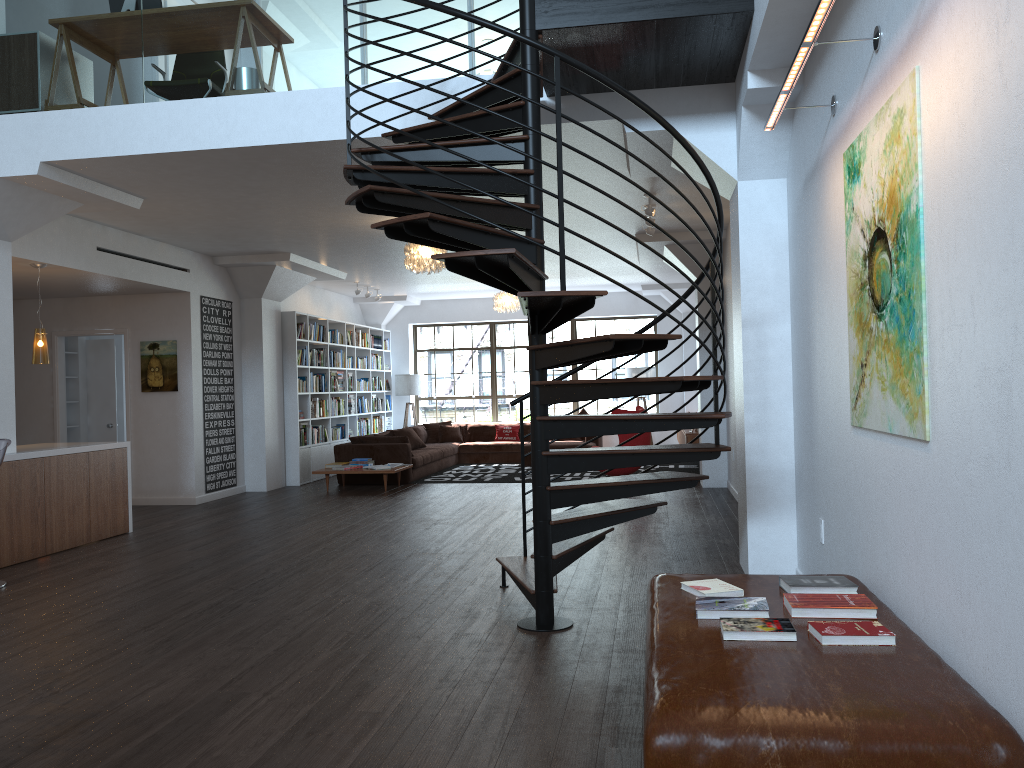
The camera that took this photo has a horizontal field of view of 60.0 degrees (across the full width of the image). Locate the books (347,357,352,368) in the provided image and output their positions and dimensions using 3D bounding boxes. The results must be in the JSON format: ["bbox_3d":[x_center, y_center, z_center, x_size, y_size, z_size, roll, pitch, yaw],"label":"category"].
[{"bbox_3d":[-2.708,-0.347,14.612,0.139,0.191,0.036,-2,0,9],"label":"books"}]

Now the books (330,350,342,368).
[{"bbox_3d":[-2.797,-0.398,14.107,0.176,0.290,0.053,-2,0,9],"label":"books"}]

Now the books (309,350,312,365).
[{"bbox_3d":[-3.001,-0.370,12.846,0.174,0.236,0.142,-2,0,10],"label":"books"}]

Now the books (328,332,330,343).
[{"bbox_3d":[-2.872,-0.710,13.627,0.126,0.173,0.032,-2,0,9],"label":"books"}]

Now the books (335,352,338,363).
[{"bbox_3d":[-2.822,-0.378,13.939,0.159,0.250,0.026,-2,0,9],"label":"books"}]

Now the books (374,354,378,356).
[{"bbox_3d":[-2.499,-0.396,15.980,0.176,0.290,0.036,-2,0,8],"label":"books"}]

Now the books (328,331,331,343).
[{"bbox_3d":[-2.865,-0.720,13.683,0.139,0.191,0.036,-2,0,9],"label":"books"}]

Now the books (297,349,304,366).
[{"bbox_3d":[-3.037,-0.371,12.505,0.172,0.235,0.112,-2,0,9],"label":"books"}]

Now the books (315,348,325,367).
[{"bbox_3d":[-2.926,-0.394,13.397,0.198,0.284,0.049,-2,0,9],"label":"books"}]

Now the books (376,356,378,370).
[{"bbox_3d":[-2.495,-0.378,15.944,0.183,0.253,0.034,-2,0,8],"label":"books"}]

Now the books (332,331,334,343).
[{"bbox_3d":[-2.844,-0.725,13.823,0.146,0.202,0.027,-2,0,9],"label":"books"}]

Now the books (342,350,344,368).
[{"bbox_3d":[-2.791,-0.395,14.167,0.197,0.283,0.065,-2,0,9],"label":"books"}]

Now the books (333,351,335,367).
[{"bbox_3d":[-2.840,-0.380,13.784,0.182,0.253,0.034,-2,0,9],"label":"books"}]

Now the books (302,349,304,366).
[{"bbox_3d":[-3.041,-0.373,12.550,0.172,0.239,0.093,-2,0,9],"label":"books"}]

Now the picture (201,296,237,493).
[{"bbox_3d":[-3.638,0.126,11.038,0.021,2.380,0.800,-2,0,9],"label":"picture"}]

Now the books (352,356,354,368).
[{"bbox_3d":[-2.696,-0.353,14.670,0.146,0.202,0.027,-2,0,9],"label":"books"}]

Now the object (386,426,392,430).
[{"bbox_3d":[-2.430,0.835,16.477,0.331,0.088,0.410,-2,0,9],"label":"object"}]

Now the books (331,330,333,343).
[{"bbox_3d":[-2.853,-0.725,13.741,0.146,0.202,0.027,-2,0,9],"label":"books"}]

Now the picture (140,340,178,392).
[{"bbox_3d":[-4.165,-0.208,10.463,0.450,0.600,0.030,-2,0,9],"label":"picture"}]

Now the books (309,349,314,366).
[{"bbox_3d":[-2.986,-0.380,12.935,0.183,0.253,0.042,-2,0,9],"label":"books"}]

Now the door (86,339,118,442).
[{"bbox_3d":[-5.507,0.445,11.514,0.826,2.032,0.174,-2,0,9],"label":"door"}]

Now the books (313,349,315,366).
[{"bbox_3d":[-2.979,-0.382,13.022,0.180,0.259,0.042,-2,0,9],"label":"books"}]

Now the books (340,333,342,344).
[{"bbox_3d":[-2.794,-0.715,14.185,0.134,0.184,0.030,-2,0,9],"label":"books"}]

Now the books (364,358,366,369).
[{"bbox_3d":[-2.602,-0.350,15.315,0.136,0.196,0.045,-2,0,9],"label":"books"}]

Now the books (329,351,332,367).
[{"bbox_3d":[-2.862,-0.380,13.611,0.182,0.253,0.034,-2,0,9],"label":"books"}]

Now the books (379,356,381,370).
[{"bbox_3d":[-2.480,-0.377,16.125,0.183,0.253,0.034,-2,0,8],"label":"books"}]

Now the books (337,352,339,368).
[{"bbox_3d":[-2.814,-0.376,13.980,0.170,0.245,0.057,-2,0,9],"label":"books"}]

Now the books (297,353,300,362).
[{"bbox_3d":[-3.059,-0.344,12.367,0.161,0.182,0.170,-2,0,9],"label":"books"}]

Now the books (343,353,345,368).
[{"bbox_3d":[-2.765,-0.378,14.238,0.159,0.250,0.026,-2,0,9],"label":"books"}]

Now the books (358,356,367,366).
[{"bbox_3d":[-2.591,-0.367,15.395,0.140,0.231,0.042,-2,0,9],"label":"books"}]

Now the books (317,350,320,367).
[{"bbox_3d":[-2.953,-0.379,13.172,0.183,0.253,0.042,-2,0,9],"label":"books"}]

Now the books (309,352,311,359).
[{"bbox_3d":[-3.002,-0.356,12.789,0.161,0.207,0.135,-2,0,10],"label":"books"}]

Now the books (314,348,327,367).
[{"bbox_3d":[-2.902,-0.398,13.446,0.176,0.291,0.053,-2,0,9],"label":"books"}]

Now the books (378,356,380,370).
[{"bbox_3d":[-2.490,-0.380,16.027,0.180,0.259,0.060,-2,0,8],"label":"books"}]

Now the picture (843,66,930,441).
[{"bbox_3d":[1.397,-0.417,3.371,0.010,1.200,1.095,-2,0,9],"label":"picture"}]

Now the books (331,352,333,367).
[{"bbox_3d":[-2.854,-0.373,13.684,0.174,0.239,0.045,-2,0,9],"label":"books"}]

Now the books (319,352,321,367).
[{"bbox_3d":[-2.933,-0.365,13.206,0.161,0.223,0.032,-2,0,9],"label":"books"}]

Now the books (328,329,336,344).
[{"bbox_3d":[-2.836,-0.739,13.908,0.140,0.231,0.042,-2,0,9],"label":"books"}]

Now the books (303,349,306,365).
[{"bbox_3d":[-3.028,-0.374,12.588,0.174,0.242,0.105,-2,0,9],"label":"books"}]

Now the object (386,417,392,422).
[{"bbox_3d":[-2.442,0.659,16.479,0.316,0.088,0.410,-2,0,9],"label":"object"}]

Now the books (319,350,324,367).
[{"bbox_3d":[-2.924,-0.378,13.356,0.160,0.251,0.031,-2,0,9],"label":"books"}]

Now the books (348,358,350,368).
[{"bbox_3d":[-2.713,-0.335,14.505,0.107,0.167,0.017,-2,0,9],"label":"books"}]

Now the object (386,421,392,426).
[{"bbox_3d":[-2.432,0.747,16.477,0.331,0.088,0.410,-2,0,9],"label":"object"}]

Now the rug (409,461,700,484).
[{"bbox_3d":[0.841,1.306,13.293,4.200,0.007,3.100,-2,0,10],"label":"rug"}]

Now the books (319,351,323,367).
[{"bbox_3d":[-2.925,-0.373,13.281,0.174,0.240,0.054,-2,0,9],"label":"books"}]

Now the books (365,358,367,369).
[{"bbox_3d":[-2.593,-0.347,15.355,0.139,0.191,0.036,-2,0,9],"label":"books"}]

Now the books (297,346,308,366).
[{"bbox_3d":[-3.008,-0.398,12.663,0.176,0.290,0.053,-2,0,9],"label":"books"}]

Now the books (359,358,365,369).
[{"bbox_3d":[-2.608,-0.351,15.282,0.127,0.200,0.020,-2,0,9],"label":"books"}]

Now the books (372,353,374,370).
[{"bbox_3d":[-2.539,-0.396,15.710,0.176,0.290,0.053,-2,0,8],"label":"books"}]

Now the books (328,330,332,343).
[{"bbox_3d":[-2.866,-0.725,13.716,0.146,0.202,0.027,-2,0,9],"label":"books"}]

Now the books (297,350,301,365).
[{"bbox_3d":[-3.053,-0.362,12.446,0.161,0.218,0.101,-2,0,9],"label":"books"}]

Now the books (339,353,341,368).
[{"bbox_3d":[-2.802,-0.373,14.030,0.174,0.239,0.045,-2,0,9],"label":"books"}]

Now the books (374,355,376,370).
[{"bbox_3d":[-2.522,-0.378,15.785,0.183,0.253,0.034,-2,0,8],"label":"books"}]

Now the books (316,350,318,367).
[{"bbox_3d":[-2.961,-0.376,13.099,0.171,0.246,0.039,-2,0,9],"label":"books"}]

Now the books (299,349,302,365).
[{"bbox_3d":[-3.044,-0.369,12.474,0.152,0.232,0.104,-2,0,9],"label":"books"}]

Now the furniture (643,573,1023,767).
[{"bbox_3d":[0.915,1.029,3.013,0.907,0.453,1.819,-2,0,9],"label":"furniture"}]

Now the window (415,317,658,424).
[{"bbox_3d":[0.419,-0.237,16.960,4.648,1.905,0.114,-2,0,9],"label":"window"}]
